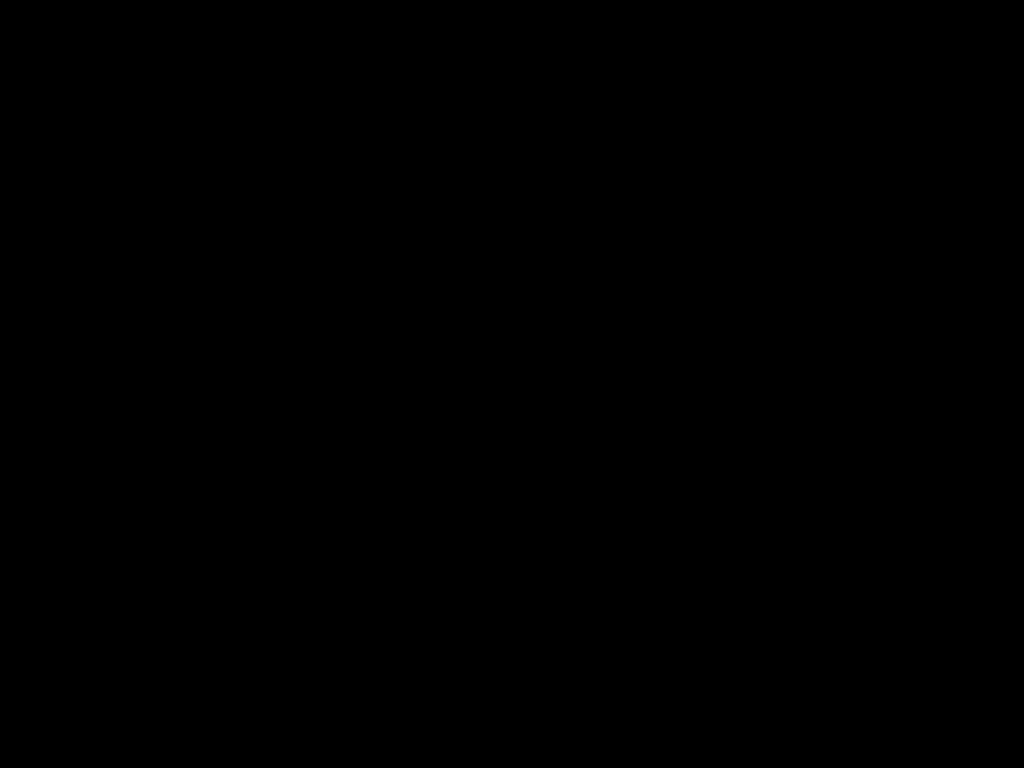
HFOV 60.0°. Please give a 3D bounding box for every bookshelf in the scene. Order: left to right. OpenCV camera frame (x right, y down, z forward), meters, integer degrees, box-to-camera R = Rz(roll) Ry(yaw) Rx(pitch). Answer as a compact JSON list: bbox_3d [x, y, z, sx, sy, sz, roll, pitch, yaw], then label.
[{"bbox_3d":[-1.090,0.019,1.346,1.495,0.303,0.643,8,-7,-25],"label":"bookshelf"}]

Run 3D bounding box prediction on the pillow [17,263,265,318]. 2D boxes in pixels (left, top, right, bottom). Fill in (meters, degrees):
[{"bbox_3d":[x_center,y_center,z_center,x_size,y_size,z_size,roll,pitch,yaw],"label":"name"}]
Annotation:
[{"bbox_3d":[-0.672,-0.215,1.287,0.470,0.241,0.498,2,-7,29],"label":"pillow"}]
